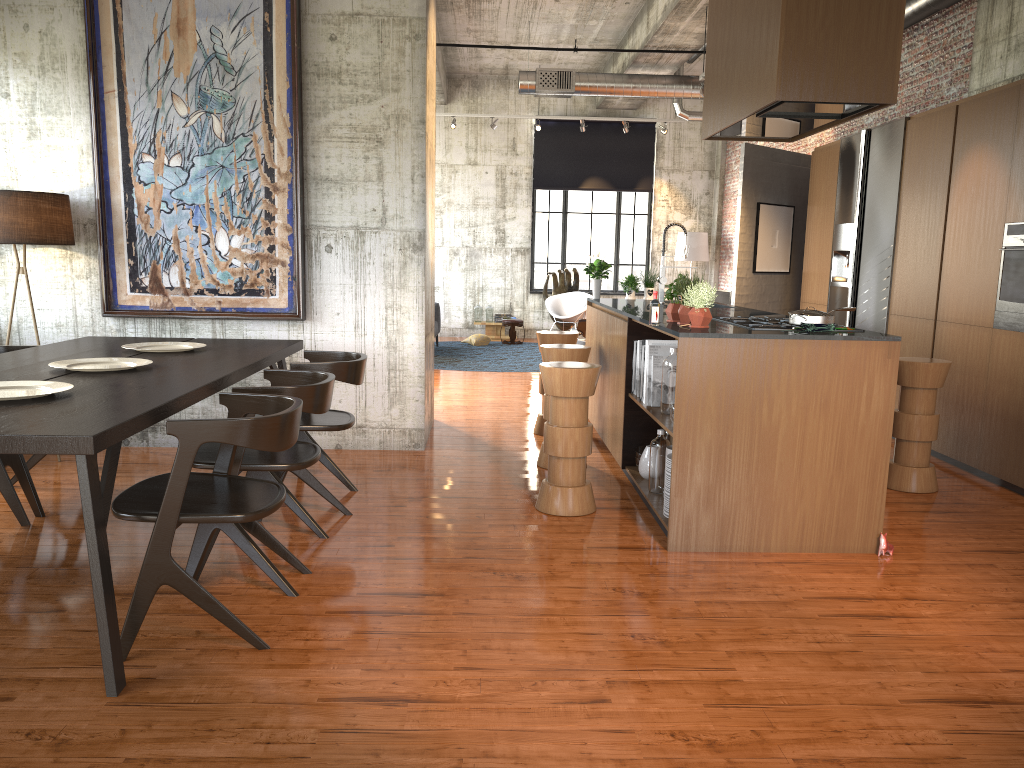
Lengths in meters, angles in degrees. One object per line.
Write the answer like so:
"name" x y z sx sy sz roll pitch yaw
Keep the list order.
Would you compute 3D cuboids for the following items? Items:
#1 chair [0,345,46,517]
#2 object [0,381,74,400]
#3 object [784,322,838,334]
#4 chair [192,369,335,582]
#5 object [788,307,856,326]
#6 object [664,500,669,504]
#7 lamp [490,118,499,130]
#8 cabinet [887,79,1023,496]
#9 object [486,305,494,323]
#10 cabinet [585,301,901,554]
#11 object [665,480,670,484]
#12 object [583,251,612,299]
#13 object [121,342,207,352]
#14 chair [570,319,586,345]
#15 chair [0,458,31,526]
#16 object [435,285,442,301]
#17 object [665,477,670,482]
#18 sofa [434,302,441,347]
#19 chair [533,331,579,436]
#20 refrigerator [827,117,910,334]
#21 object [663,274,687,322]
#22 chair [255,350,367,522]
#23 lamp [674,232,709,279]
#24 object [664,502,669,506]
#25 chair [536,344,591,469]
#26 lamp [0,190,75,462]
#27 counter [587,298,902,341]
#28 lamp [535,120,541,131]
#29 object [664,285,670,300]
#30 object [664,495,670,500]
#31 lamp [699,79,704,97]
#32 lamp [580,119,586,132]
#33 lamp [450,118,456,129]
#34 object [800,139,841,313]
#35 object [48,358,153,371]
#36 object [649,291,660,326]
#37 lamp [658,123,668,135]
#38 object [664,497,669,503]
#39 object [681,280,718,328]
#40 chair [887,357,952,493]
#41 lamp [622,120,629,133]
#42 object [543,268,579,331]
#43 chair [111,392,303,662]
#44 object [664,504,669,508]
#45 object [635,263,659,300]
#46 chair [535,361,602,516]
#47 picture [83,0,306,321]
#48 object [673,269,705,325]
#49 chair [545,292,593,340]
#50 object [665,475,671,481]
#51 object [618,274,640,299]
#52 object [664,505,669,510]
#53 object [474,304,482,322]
"chair" -3.225 0.276 5.838 0.769 0.998 0.874 1 9 -2
"object" -2.242 0.033 3.943 0.526 0.025 0.524 2 8 8
"object" 1.722 -0.334 5.121 0.184 0.068 0.390 9 11 44
"chair" -1.351 0.458 4.826 0.769 0.998 0.874 1 9 -3
"object" 1.968 -0.434 5.616 0.330 0.121 0.727 7 10 33
"object" 1.086 0.729 5.410 0.314 0.030 0.313 -5 10 -38
"lamp" -0.343 -4.960 16.935 0.182 0.242 0.101 0 10 -7
"cabinet" 4.189 -0.622 5.956 0.860 3.060 5.315 1 8 -2
"object" -0.458 -1.437 18.088 0.163 0.363 0.162 1 9 1
"cabinet" 1.458 0.064 7.165 1.245 1.250 4.338 1 8 -2
"object" 1.088 0.605 5.388 0.314 0.030 0.313 -5 10 -38
"object" 0.868 -1.114 8.989 0.268 0.505 0.303 9 12 40
"object" -2.308 -0.243 5.891 0.526 0.025 0.524 2 8 8
"chair" 1.330 -0.628 13.598 0.875 0.797 1.038 1 9 -1
"chair" -3.183 0.418 4.836 0.769 0.998 0.874 1 9 -1
"object" -1.556 -0.771 9.682 1.887 2.074 1.506 5 10 20
"object" 1.089 0.592 5.386 0.314 0.033 0.313 -5 10 -39
"sofa" -1.985 -0.922 15.008 1.362 0.865 2.989 1 8 0
"chair" 0.418 -0.009 8.438 0.409 0.968 0.409 -3 10 -23
"refrigerator" 4.193 -1.092 9.333 1.211 3.067 1.509 1 9 -2
"object" 1.079 -0.564 5.783 0.179 0.313 0.171 2 9 4
"chair" -1.344 0.311 5.870 0.769 0.998 0.874 0 9 -6
"lamp" 3.620 -1.939 18.029 0.693 2.255 0.704 5 10 20
"object" 1.086 0.742 5.412 0.314 0.031 0.313 0 8 -10
"chair" 0.414 0.178 7.111 0.409 0.968 0.409 -3 10 -23
"lamp" -3.797 -0.440 6.941 0.752 2.067 0.748 3 10 10
"counter" 1.470 -0.491 7.068 1.245 0.175 4.340 1 8 -2
"lamp" 0.498 -4.949 16.986 0.102 0.212 0.259 0 9 -7
"object" 1.570 -0.935 9.049 0.107 0.159 0.107 7 11 33
"object" 1.086 0.703 5.405 0.314 0.033 0.313 -4 10 -33
"lamp" 2.296 -3.538 10.577 0.102 0.212 0.259 6 10 28
"lamp" 1.353 -4.931 16.964 0.102 0.252 0.164 5 10 23
"lamp" -1.117 -4.974 16.938 0.102 0.229 0.198 3 9 8
"object" 4.035 -1.270 10.523 0.860 3.061 0.906 1 10 -2
"object" -2.275 -0.105 4.917 0.526 0.025 0.524 2 8 8
"object" 0.870 -0.462 5.403 0.056 0.209 0.055 1 10 -2
"lamp" 2.925 -4.908 17.076 0.225 0.216 0.102 8 12 38
"object" 1.086 0.716 5.407 0.314 0.033 0.313 -5 10 -39
"object" 1.123 -0.483 5.311 0.221 0.285 0.209 2 9 6
"chair" 3.020 0.299 6.643 0.410 0.968 0.407 6 11 28
"lamp" 2.179 -4.919 16.997 0.101 0.252 0.164 10 13 42
"object" 0.993 -1.725 18.100 0.727 1.303 0.454 3 10 9
"chair" -1.321 0.584 3.939 0.769 0.998 0.874 1 9 -1
"object" 1.086 0.753 5.414 0.314 0.034 0.313 -5 10 -37
"object" 1.414 -1.051 9.046 0.305 0.383 0.360 7 11 32
"chair" 0.371 0.353 5.864 0.409 0.968 0.409 -3 10 -23
"picture" -2.501 -2.079 7.041 1.655 3.137 0.141 1 10 -2
"object" 1.094 -0.558 5.539 0.196 0.369 0.186 8 12 37
"chair" 1.113 -1.264 17.203 1.055 1.036 0.804 8 11 37
"object" 1.089 0.579 5.384 0.314 0.033 0.313 -4 10 -33
"object" 1.211 -0.996 9.072 0.236 0.259 0.231 8 11 36
"object" 1.085 0.766 5.416 0.314 0.029 0.313 -5 10 -38
"object" -0.690 -1.441 18.079 0.163 0.363 0.162 1 10 -4
